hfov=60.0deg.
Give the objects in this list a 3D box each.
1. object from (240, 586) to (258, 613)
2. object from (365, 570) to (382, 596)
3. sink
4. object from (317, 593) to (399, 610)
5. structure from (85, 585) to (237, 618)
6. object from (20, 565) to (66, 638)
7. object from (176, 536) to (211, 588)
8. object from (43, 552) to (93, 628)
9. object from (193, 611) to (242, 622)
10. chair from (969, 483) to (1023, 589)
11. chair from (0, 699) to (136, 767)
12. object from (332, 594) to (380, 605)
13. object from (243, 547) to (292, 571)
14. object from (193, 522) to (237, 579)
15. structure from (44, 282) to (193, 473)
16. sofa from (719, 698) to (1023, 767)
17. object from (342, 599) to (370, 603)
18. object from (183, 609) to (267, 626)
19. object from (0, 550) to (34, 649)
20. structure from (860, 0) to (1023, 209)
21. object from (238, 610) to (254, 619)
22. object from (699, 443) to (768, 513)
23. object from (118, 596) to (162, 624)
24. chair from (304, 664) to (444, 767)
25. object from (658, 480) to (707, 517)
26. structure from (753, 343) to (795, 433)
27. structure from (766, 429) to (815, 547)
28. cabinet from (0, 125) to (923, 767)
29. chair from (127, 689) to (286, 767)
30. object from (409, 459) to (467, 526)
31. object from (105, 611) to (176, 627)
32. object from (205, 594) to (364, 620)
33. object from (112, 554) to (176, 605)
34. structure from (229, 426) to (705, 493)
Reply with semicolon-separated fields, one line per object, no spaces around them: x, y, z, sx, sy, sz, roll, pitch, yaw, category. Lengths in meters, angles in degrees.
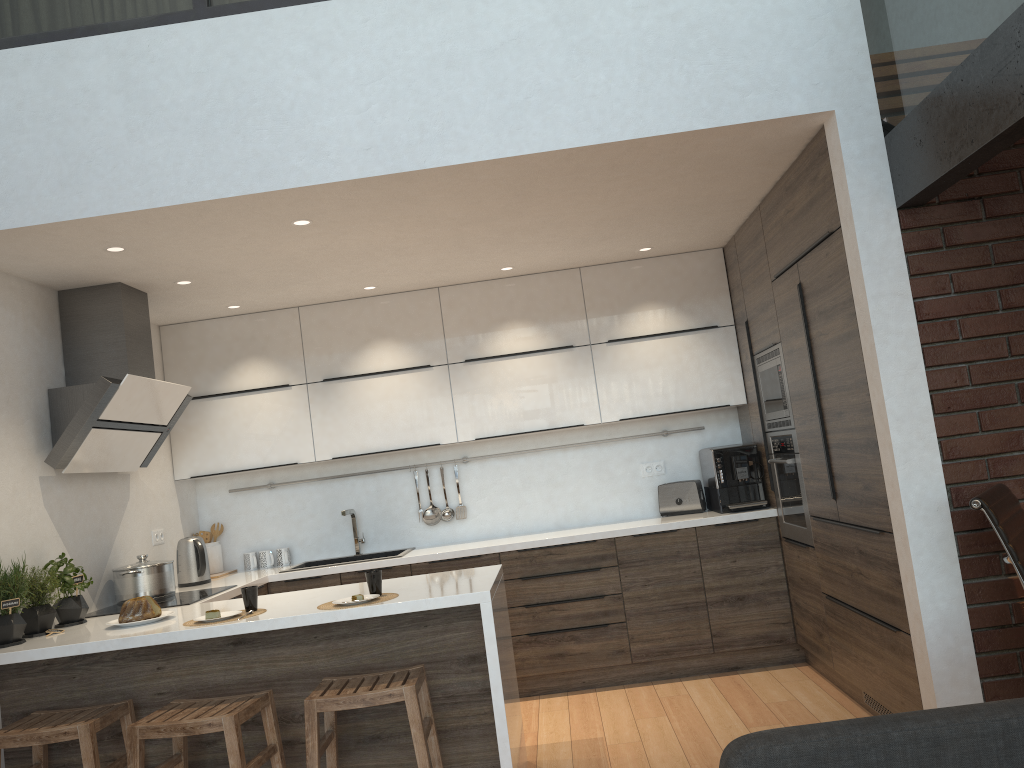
-1.013;0.833;3.433;0.066;0.093;0.066;-12;-7;37;object
-0.524;0.764;3.387;0.066;0.093;0.066;-5;-6;-25;object
-0.960;1.010;5.253;0.706;0.518;0.512;-8;-5;2;sink
-0.575;0.812;3.318;0.304;0.002;0.304;-11;-6;34;object
-1.702;1.049;4.281;0.550;0.006;0.609;-8;-5;2;structure
-1.930;0.878;3.615;0.221;0.283;0.211;-9;-5;15;object
-1.798;0.993;4.980;0.179;0.270;0.220;-7;-5;-11;object
-1.917;0.880;3.811;0.179;0.311;0.172;-9;-5;13;object
-1.103;0.875;3.328;0.176;0.014;0.176;-7;-5;-8;object
1.853;0.789;2.698;0.700;0.991;0.651;-11;-6;36;chair
-1.573;1.488;3.146;0.450;0.600;0.350;-8;-5;2;chair
-0.575;0.800;3.276;0.176;0.014;0.176;-8;-5;6;object
-1.522;1.088;5.507;0.297;0.105;0.112;-8;-5;3;object
-1.852;1.016;5.406;0.221;0.316;0.330;-8;-5;2;object
-1.939;-0.077;4.393;0.407;0.998;0.898;-8;-5;2;structure
0.413;0.766;0.336;2.108;0.995;3.169;-8;-5;2;sofa
-0.565;0.791;3.225;0.126;0.012;0.025;-10;-6;20;object
-1.088;0.885;3.365;0.305;0.002;0.305;-5;-6;-29;object
-1.947;0.818;3.403;0.186;0.367;0.196;-8;-5;2;object
2.030;-0.333;1.764;1.289;3.460;5.660;-8;-5;2;structure
-0.995;0.861;3.309;0.025;0.011;0.126;-8;-5;6;object
1.302;0.548;5.220;0.274;0.378;0.532;-8;-5;2;object
-1.501;0.909;3.567;0.155;0.101;0.161;-7;-5;-3;object
-0.466;1.333;3.068;0.450;0.600;0.350;-8;-5;-1;chair
1.025;0.689;5.370;0.260;0.195;0.177;-10;-6;22;object
1.585;0.003;4.613;0.459;0.430;0.595;-8;-5;2;structure
1.633;0.499;4.568;0.495;0.570;0.595;-8;-5;2;structure
-0.302;0.518;4.368;3.495;2.401;2.401;-8;-5;2;cabinet
-1.018;1.401;3.006;0.450;0.600;0.350;-8;-5;7;chair
-0.459;0.679;5.529;0.320;0.389;0.069;-8;-5;3;object
-1.485;0.945;3.552;0.261;0.021;0.261;-7;-5;-4;object
-0.846;0.823;3.294;0.597;0.039;0.064;-7;-5;-2;object
-1.837;0.965;4.431;0.288;0.223;0.315;-12;-7;43;object
-0.294;0.475;5.547;3.000;0.045;0.050;-8;-5;2;structure
